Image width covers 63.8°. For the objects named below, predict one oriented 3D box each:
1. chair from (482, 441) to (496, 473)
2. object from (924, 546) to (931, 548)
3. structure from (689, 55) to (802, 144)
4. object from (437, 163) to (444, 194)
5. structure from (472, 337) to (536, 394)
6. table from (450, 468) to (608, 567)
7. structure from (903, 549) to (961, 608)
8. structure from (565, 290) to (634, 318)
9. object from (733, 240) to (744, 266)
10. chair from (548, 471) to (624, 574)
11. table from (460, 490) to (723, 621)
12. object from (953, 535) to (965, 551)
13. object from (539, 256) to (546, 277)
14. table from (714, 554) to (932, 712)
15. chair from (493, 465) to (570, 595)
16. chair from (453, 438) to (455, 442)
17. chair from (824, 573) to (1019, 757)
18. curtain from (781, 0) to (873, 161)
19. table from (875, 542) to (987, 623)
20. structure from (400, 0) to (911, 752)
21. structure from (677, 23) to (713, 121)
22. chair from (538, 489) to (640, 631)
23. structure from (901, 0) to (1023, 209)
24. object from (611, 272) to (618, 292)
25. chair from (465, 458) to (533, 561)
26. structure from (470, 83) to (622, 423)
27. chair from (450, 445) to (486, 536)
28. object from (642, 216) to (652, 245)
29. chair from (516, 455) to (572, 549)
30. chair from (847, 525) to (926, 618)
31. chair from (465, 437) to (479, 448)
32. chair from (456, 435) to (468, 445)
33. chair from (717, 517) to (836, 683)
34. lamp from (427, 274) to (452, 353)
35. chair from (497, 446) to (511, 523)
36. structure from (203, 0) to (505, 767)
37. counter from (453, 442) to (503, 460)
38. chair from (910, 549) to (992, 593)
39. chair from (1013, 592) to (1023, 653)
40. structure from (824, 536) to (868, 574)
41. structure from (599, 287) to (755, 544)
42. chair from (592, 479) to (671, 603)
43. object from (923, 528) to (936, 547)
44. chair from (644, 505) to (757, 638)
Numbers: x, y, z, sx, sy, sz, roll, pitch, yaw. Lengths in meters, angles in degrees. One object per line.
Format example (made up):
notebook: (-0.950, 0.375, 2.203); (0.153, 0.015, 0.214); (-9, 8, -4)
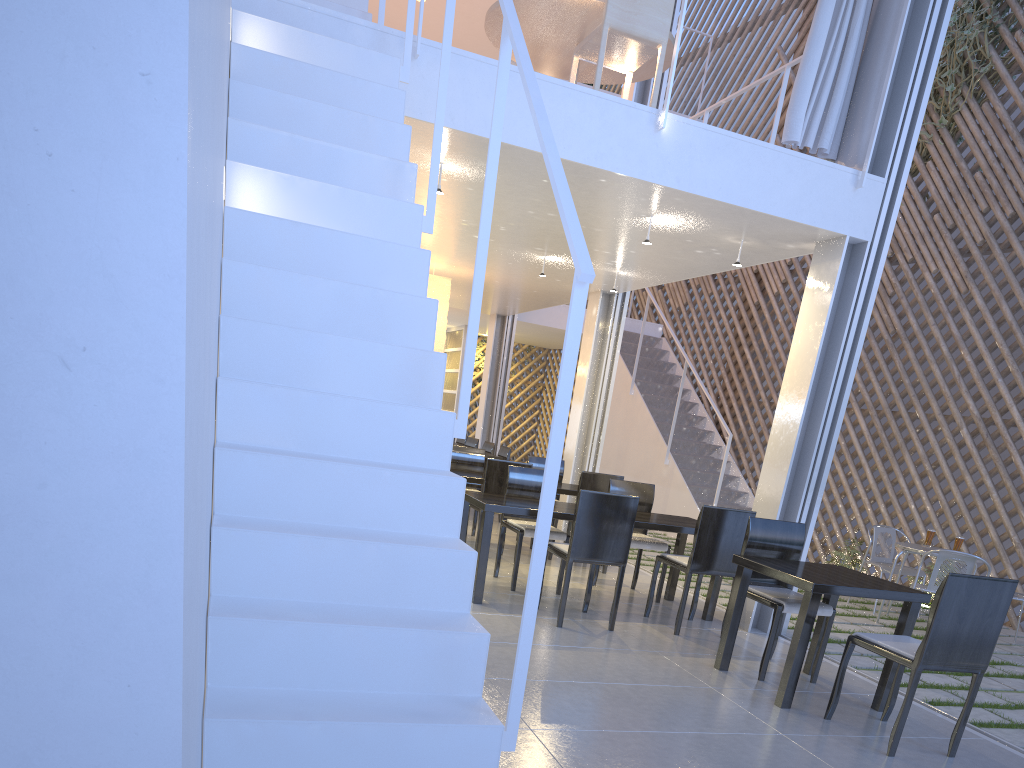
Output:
chair: (-0.271, 0.556, 5.009); (0.242, 0.471, 0.172); (3, 16, -20)
object: (0.421, 0.234, 2.920); (2.937, 0.466, 0.055); (9, 16, -18)
structure: (0.848, -0.843, 3.241); (0.028, 0.590, 1.585); (2, 3, -19)
object: (-0.207, -0.593, 2.369); (0.029, 0.085, 0.026); (6, 16, -7)
structure: (-0.219, -0.132, 7.808); (1.153, 2.145, 0.262); (4, 18, -18)
table: (-0.006, 0.597, 3.718); (0.927, 0.355, 0.324); (9, 8, -19)
structure: (2.123, 0.959, 4.049); (0.296, 0.347, 0.292); (2, 11, -33)
structure: (0.582, -1.480, 6.794); (0.538, 2.024, 1.150); (0, 15, -24)
object: (-0.374, -0.190, 3.317); (1.693, 0.877, 1.716); (8, 2, -21)
chair: (0.315, 0.593, 3.592); (0.193, 0.471, 0.216); (3, 15, -18)
table: (0.274, 0.609, 2.892); (0.927, 0.355, 0.324); (9, 8, -19)
object: (1.769, 0.641, 3.265); (0.030, 0.082, 0.030); (15, 17, 25)
object: (0.134, -0.498, 3.472); (0.029, 0.085, 0.026); (6, 16, -7)
table: (0.802, 0.665, 2.200); (0.363, 0.356, 0.324); (6, 9, -19)
chair: (0.083, 0.535, 3.000); (0.193, 0.471, 0.216); (3, 15, -18)
chair: (-0.565, 0.545, 5.910); (0.242, 0.471, 0.172); (4, 15, -16)
chair: (0.921, 0.623, 1.891); (0.193, 0.471, 0.216); (3, 15, -18)
curtain: (0.917, -1.944, 2.011); (0.517, 2.599, 0.087); (2, 18, -20)
table: (1.727, 0.853, 3.417); (0.333, 0.358, 0.340); (14, 10, 33)
structure: (0.537, -0.329, 1.651); (1.378, 1.922, 1.320); (4, 12, -18)
structure: (0.794, -2.176, 5.530); (1.153, 0.610, 0.024); (8, 17, -19)
chair: (0.224, 0.541, 2.586); (0.193, 0.471, 0.216); (3, 15, -18)
structure: (2.424, -2.003, 3.767); (0.742, 2.924, 2.169); (-1, 13, -27)
object: (0.451, -0.445, 3.583); (0.029, 0.085, 0.026); (6, 16, -7)
chair: (-0.072, 0.528, 3.457); (0.193, 0.471, 0.216); (3, 15, -18)
structure: (0.257, -1.772, 8.192); (1.122, 4.856, 3.021); (1, 13, -21)
chair: (-0.213, 0.522, 3.871); (0.193, 0.471, 0.216); (3, 15, -18)
object: (0.432, -0.486, 2.593); (0.029, 0.085, 0.026); (6, 16, -7)
chair: (0.174, 0.587, 4.007); (0.193, 0.471, 0.216); (3, 15, -18)
chair: (1.702, 0.839, 3.711); (0.265, 0.408, 0.225); (4, 13, -18)
chair: (-0.382, 0.550, 5.305); (0.241, 0.471, 0.172); (2, 16, -23)
chair: (-0.467, 0.549, 5.610); (0.242, 0.471, 0.172); (3, 16, -21)
chair: (0.770, 0.616, 2.336); (0.193, 0.471, 0.216); (3, 15, -18)
lamp: (-0.873, -0.345, 5.040); (0.452, 0.450, 2.152); (6, 0, -19)
chair: (-0.173, 0.560, 4.709); (0.242, 0.471, 0.172); (4, 16, -17)
structure: (0.226, -0.978, 2.049); (1.743, 3.553, 3.372); (3, 9, -19)
counter: (-0.836, 0.503, 5.356); (0.825, 0.398, 2.350); (8, -1, -19)
chair: (1.631, 0.804, 3.103); (0.253, 0.408, 0.236); (14, 14, 25)
chair: (2.033, 0.875, 3.325); (0.242, 0.408, 0.247); (13, 13, 21)
structure: (1.906, 0.983, 4.627); (0.269, 0.280, 0.242); (7, 9, -11)
structure: (0.877, -0.029, 5.460); (1.190, 2.105, 1.807); (2, 11, -25)
chair: (0.470, 0.600, 3.136); (0.193, 0.471, 0.216); (3, 15, -18)
object: (1.749, 0.645, 3.448); (0.030, 0.082, 0.030); (15, 17, 25)
chair: (0.610, 0.606, 2.721); (0.193, 0.471, 0.216); (3, 15, -18)
